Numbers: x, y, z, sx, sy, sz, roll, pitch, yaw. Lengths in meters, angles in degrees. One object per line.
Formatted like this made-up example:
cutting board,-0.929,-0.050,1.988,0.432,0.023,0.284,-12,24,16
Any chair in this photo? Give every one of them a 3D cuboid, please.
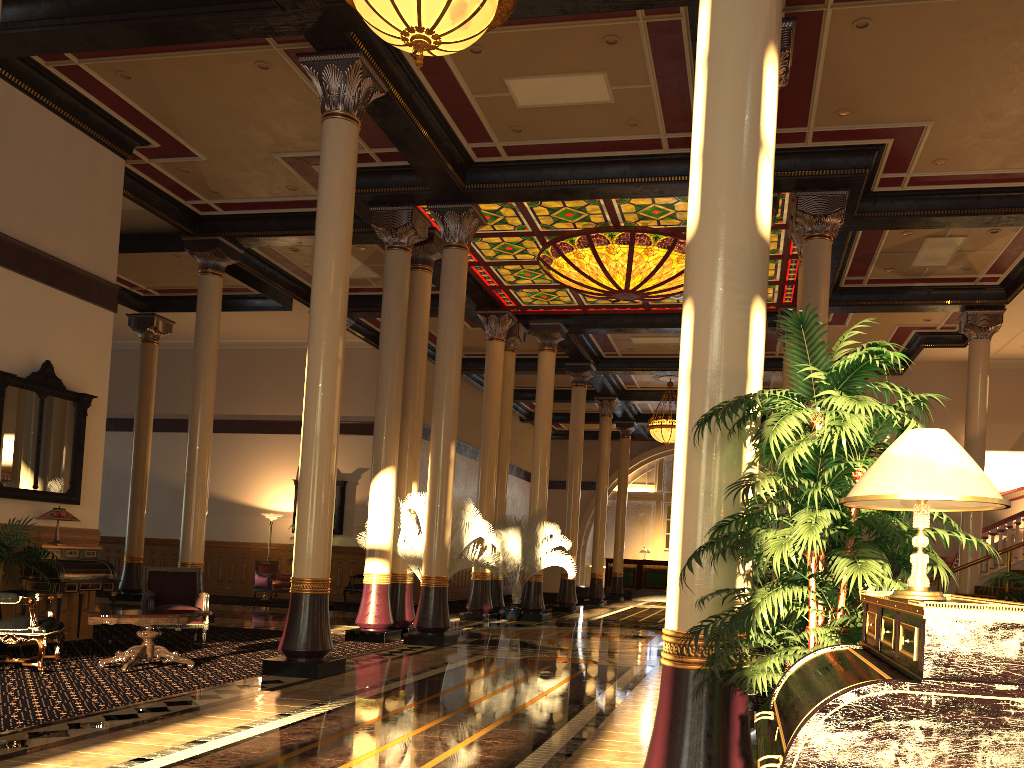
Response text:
chair,-3.974,2.627,10.249,0.712,0.915,0.623,6,-6,-32
chair,-4.472,2.029,7.845,0.768,1.093,0.722,5,-5,-22
chair,-5.373,4.470,19.657,0.620,0.915,0.716,0,-6,33
chair,-3.375,4.513,19.879,0.710,1.093,0.780,-1,-6,38
chair,3.194,2.643,9.218,0.719,1.093,0.771,0,-5,28

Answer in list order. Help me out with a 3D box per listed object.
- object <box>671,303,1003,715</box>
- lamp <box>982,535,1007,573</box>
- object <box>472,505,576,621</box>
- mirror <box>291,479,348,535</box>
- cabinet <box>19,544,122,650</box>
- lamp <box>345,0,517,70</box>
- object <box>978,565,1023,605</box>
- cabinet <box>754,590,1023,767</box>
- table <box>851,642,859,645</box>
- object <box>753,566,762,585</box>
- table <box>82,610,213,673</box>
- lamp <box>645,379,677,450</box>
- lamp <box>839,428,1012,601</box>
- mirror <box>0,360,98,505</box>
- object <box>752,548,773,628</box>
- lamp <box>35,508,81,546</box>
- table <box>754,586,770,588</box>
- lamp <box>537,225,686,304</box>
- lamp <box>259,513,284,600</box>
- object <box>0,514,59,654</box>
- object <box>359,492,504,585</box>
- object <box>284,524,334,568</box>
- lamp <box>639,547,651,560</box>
object,1.150,0.795,3.155,1.120,2.141,1.004,5,-4,-28
lamp,8.689,3.773,15.866,0.586,2.002,0.578,3,-2,-5
object,0.371,3.460,16.782,1.784,2.261,2.141,1,-6,17
mirror,-4.649,2.827,20.894,1.361,1.547,0.204,1,-2,11
cabinet,-4.980,2.391,9.829,0.525,1.117,0.960,2,-6,14
lamp,-0.536,-2.945,5.567,1.177,1.897,1.214,2,-4,8
object,4.411,2.132,7.266,1.089,1.429,1.038,-2,-7,42
cabinet,0.835,1.059,2.052,0.525,1.117,0.960,2,-6,14
table,3.353,2.732,8.280,0.503,0.553,0.464,7,-7,-36
object,4.094,3.478,15.749,1.034,2.140,1.090,3,-4,2
table,-3.471,2.448,8.304,0.673,0.531,1.284,-4,-12,39
lamp,4.166,0.816,23.129,1.177,1.897,1.214,2,-4,8
lamp,1.078,0.346,2.289,0.441,0.441,0.410,7,-7,-32
mirror,-5.183,0.512,9.572,0.196,1.543,1.430,2,-6,15
object,3.037,2.606,11.693,1.120,2.141,1.004,5,-4,-28
lamp,-5.118,1.609,9.799,0.314,0.417,0.327,2,-5,10
table,6.039,5.262,20.835,1.085,0.767,1.688,1,-10,14
lamp,1.888,-1.727,14.249,2.948,0.598,3.091,0,-11,11
lamp,-5.698,4.055,20.377,0.602,2.002,0.562,4,-3,-26
object,-5.202,2.023,8.809,1.089,1.429,1.038,-2,-7,42
object,-1.077,2.584,12.728,2.050,2.247,1.835,3,-6,1
object,-4.689,3.988,20.176,1.120,2.141,1.004,5,-4,-28
lamp,4.656,5.931,30.426,0.441,0.441,0.410,7,-7,-32
